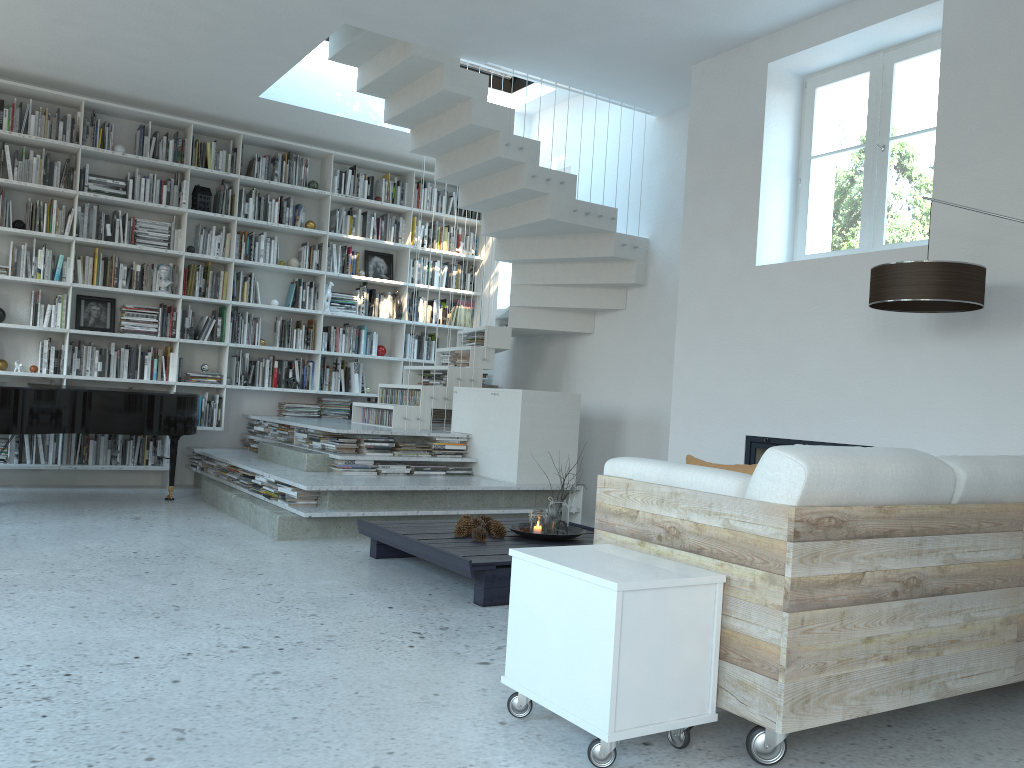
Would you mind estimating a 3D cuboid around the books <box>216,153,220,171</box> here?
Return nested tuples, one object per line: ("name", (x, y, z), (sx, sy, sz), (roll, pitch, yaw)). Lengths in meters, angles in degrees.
("books", (-2.615, -1.928, 7.814), (0.022, 0.180, 0.173), (4, -1, -33))

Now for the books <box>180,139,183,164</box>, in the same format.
("books", (-2.875, -1.979, 7.671), (0.014, 0.244, 0.145), (4, -1, -33))

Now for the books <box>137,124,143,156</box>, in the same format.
("books", (-3.145, -2.024, 7.475), (0.014, 0.292, 0.176), (4, -1, -33))

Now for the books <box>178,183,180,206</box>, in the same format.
("books", (-2.899, -1.640, 7.675), (0.010, 0.299, 0.133), (4, -1, -33))

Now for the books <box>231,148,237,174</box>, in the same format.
("books", (-2.492, -1.955, 7.886), (0.029, 0.253, 0.186), (4, -1, -33))

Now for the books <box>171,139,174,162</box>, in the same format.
("books", (-2.943, -1.979, 7.640), (0.026, 0.233, 0.137), (4, -1, -33))

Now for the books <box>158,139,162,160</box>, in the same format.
("books", (-3.012, -1.969, 7.563), (0.033, 0.203, 0.166), (4, -1, -33))

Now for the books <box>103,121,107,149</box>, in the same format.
("books", (-3.378, -2.027, 7.338), (0.013, 0.264, 0.147), (4, -1, -33))

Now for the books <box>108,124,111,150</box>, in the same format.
("books", (-3.358, -2.018, 7.367), (0.013, 0.249, 0.148), (4, -1, -33))

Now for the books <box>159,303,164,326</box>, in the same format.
("books", (-3.027, -0.544, 7.638), (0.011, 0.299, 0.130), (4, -1, -33))

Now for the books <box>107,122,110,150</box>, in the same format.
("books", (-3.355, -2.021, 7.346), (0.005, 0.255, 0.168), (4, -1, -33))

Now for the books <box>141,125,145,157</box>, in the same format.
("books", (-3.130, -2.024, 7.494), (0.011, 0.296, 0.157), (4, -1, -33))

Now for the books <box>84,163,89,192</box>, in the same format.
("books", (-3.491, -1.660, 7.253), (0.021, 0.249, 0.191), (4, -1, -33))

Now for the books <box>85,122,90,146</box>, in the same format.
("books", (-3.495, -2.017, 7.271), (0.023, 0.228, 0.157), (4, -1, -33))

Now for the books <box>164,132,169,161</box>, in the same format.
("books", (-2.967, -2.000, 7.580), (0.010, 0.270, 0.180), (4, -1, -33))

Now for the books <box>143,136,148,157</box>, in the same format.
("books", (-3.122, -1.980, 7.515), (0.031, 0.208, 0.146), (4, -1, -33))

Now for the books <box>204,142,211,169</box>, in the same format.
("books", (-2.678, -1.970, 7.772), (0.054, 0.254, 0.190), (4, -1, -33))

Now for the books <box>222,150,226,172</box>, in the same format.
("books", (-2.569, -1.941, 7.839), (0.031, 0.213, 0.169), (4, -1, -33))

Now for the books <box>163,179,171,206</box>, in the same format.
("books", (-2.962, -1.620, 7.602), (0.032, 0.248, 0.173), (4, -1, -33))

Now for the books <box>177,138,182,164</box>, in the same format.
("books", (-2.887, -1.980, 7.651), (0.028, 0.244, 0.161), (4, -1, -33))

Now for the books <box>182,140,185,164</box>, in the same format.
("books", (-2.859, -1.975, 7.672), (0.014, 0.239, 0.153), (4, -1, -33))

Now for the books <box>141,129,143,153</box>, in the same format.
("books", (-3.145, -2.011, 7.495), (0.011, 0.267, 0.129), (4, -1, -33))

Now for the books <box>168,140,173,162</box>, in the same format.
("books", (-2.941, -1.964, 7.589), (0.023, 0.202, 0.193), (4, -1, -33))

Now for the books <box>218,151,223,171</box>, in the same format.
("books", (-2.595, -1.937, 7.828), (0.024, 0.201, 0.180), (4, -1, -33))

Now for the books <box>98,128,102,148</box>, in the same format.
("books", (-3.412, -1.995, 7.317), (0.023, 0.195, 0.172), (4, -1, -33))

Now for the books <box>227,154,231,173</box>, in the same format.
("books", (-2.534, -1.928, 7.878), (0.022, 0.194, 0.181), (4, -1, -33))

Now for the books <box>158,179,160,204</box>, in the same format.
("books", (-3.036, -1.620, 7.582), (0.011, 0.239, 0.139), (4, -1, -33))

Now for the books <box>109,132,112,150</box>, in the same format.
("books", (-3.345, -1.985, 7.364), (0.010, 0.186, 0.152), (4, -1, -33))

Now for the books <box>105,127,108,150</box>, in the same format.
("books", (-3.366, -2.003, 7.342), (0.016, 0.219, 0.144), (4, -1, -33))

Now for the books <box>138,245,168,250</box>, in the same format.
("books", (-3.083, -1.155, 7.555), (0.254, 0.012, 0.161), (4, -1, -37))

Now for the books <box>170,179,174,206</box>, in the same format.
("books", (-2.945, -1.625, 7.632), (0.029, 0.261, 0.133), (4, -1, -33))

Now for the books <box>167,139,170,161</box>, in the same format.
("books", (-2.965, -1.972, 7.594), (0.012, 0.217, 0.179), (4, -1, -33))

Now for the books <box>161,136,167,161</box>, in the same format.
("books", (-2.990, -1.984, 7.583), (0.023, 0.236, 0.154), (4, -1, -33))

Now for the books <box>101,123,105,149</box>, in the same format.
("books", (-3.393, -2.020, 7.336), (0.014, 0.248, 0.139), (4, -1, -33))

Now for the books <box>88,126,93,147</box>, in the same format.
("books", (-3.468, -1.999, 7.274), (0.026, 0.194, 0.166), (4, -1, -33))

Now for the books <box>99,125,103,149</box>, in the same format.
("books", (-3.409, -2.013, 7.342), (0.006, 0.233, 0.136), (4, -1, -33))

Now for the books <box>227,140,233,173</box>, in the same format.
("books", (-2.524, -1.995, 7.902), (0.012, 0.329, 0.128), (4, -1, -33))

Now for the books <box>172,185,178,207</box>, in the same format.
("books", (-2.915, -1.593, 7.636), (0.029, 0.202, 0.191), (4, -1, -33))

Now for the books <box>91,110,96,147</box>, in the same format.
("books", (-3.454, -2.071, 7.296), (0.014, 0.341, 0.145), (4, -1, -33))

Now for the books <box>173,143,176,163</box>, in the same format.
("books", (-2.924, -1.963, 7.646), (0.014, 0.204, 0.135), (4, -1, -33))

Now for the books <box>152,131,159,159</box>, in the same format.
("books", (-3.046, -2.005, 7.563), (0.028, 0.270, 0.140), (4, -1, -33))

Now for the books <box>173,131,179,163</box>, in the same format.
("books", (-2.906, -2.013, 7.647), (0.012, 0.308, 0.138), (4, -1, -33))

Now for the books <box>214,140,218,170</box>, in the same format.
("books", (-2.626, -1.987, 7.808), (0.010, 0.297, 0.167), (4, -1, -33))

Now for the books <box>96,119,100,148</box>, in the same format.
("books", (-3.417, -2.030, 7.297), (0.011, 0.265, 0.163), (4, -1, -33))

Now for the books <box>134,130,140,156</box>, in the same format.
("books", (-3.167, -2.001, 7.483), (0.012, 0.245, 0.151), (4, -1, -33))

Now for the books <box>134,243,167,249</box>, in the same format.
("books", (-3.084, -1.167, 7.557), (0.254, 0.012, 0.161), (4, -1, -30))

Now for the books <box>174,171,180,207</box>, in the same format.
("books", (-2.898, -1.658, 7.655), (0.012, 0.334, 0.155), (4, -1, -33))

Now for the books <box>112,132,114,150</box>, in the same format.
("books", (-3.335, -2.009, 7.385), (0.004, 0.235, 0.137), (4, -1, -33))

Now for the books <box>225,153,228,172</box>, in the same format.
("books", (-2.557, -1.935, 7.871), (0.025, 0.203, 0.162), (4, -1, -33))

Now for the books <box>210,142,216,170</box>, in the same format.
("books", (-2.653, -1.978, 7.812), (0.030, 0.274, 0.151), (4, -1, -33))

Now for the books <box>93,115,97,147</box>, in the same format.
("books", (-3.442, -2.048, 7.298), (0.010, 0.296, 0.153), (4, -1, -33))

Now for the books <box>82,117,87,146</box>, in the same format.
("books", (-3.504, -2.031, 7.242), (0.026, 0.253, 0.185), (4, -1, -33))

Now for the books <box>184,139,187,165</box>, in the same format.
("books", (-2.847, -1.983, 7.687), (0.022, 0.257, 0.136), (4, -1, -33))

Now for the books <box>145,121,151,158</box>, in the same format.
("books", (-3.089, -2.039, 7.507), (0.010, 0.331, 0.186), (4, -1, -33))

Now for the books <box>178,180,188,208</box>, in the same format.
("books", (-2.838, -1.606, 7.619), (0.037, 0.237, 0.272), (4, -1, -33))

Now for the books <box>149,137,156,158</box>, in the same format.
("books", (-3.070, -1.977, 7.527), (0.050, 0.211, 0.172), (4, -1, -33))

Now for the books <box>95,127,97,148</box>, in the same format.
("books", (-3.443, -2.002, 7.314), (0.011, 0.205, 0.145), (4, -1, -33))

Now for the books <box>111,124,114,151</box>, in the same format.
("books", (-3.330, -2.019, 7.364), (0.011, 0.256, 0.143), (4, -1, -33))
